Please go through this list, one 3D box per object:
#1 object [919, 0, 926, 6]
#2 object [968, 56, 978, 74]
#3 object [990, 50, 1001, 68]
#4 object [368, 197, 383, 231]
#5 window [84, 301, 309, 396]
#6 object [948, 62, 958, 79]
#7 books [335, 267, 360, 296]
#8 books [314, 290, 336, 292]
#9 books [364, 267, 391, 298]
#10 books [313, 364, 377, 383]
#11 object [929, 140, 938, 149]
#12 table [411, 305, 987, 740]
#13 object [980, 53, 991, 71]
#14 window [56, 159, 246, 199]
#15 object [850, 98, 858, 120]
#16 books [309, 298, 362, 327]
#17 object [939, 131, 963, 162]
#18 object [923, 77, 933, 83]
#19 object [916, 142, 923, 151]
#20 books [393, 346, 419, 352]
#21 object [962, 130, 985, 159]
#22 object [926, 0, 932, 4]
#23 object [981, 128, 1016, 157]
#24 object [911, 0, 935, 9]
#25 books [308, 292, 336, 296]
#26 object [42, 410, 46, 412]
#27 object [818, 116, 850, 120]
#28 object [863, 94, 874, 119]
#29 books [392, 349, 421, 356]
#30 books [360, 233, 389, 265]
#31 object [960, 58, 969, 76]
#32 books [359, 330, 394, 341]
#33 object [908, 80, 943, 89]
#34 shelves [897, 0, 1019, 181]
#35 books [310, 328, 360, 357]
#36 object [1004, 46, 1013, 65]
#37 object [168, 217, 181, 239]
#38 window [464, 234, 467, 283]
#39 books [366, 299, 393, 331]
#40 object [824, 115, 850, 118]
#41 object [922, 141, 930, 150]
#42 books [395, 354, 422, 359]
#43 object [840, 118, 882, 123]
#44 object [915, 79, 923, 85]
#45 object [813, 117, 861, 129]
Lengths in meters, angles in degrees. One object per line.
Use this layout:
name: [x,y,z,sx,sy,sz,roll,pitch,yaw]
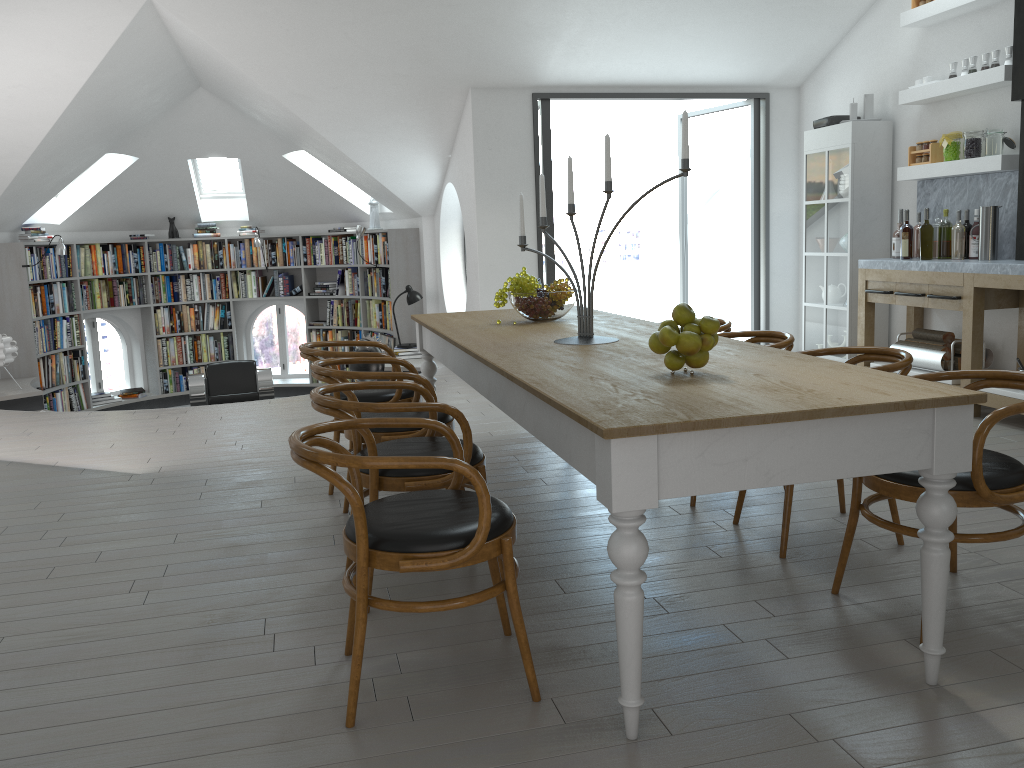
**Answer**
object: [2.890,-2.673,6.222,0.058,0.075,0.059,-1,9,10]
object: [3.005,-2.074,5.780,0.064,0.124,0.068,-5,9,-20]
object: [3.055,-2.046,5.600,0.064,0.124,0.068,-5,9,-20]
object: [-1.616,-2.038,10.395,0.179,0.471,0.180,-3,8,-4]
window: [-4.031,-0.466,11.200,3.235,1.146,0.619,-7,10,-27]
object: [2.973,-2.105,5.973,0.064,0.124,0.068,-5,9,-20]
books: [-1.912,-1.266,10.885,0.553,0.349,0.256,4,10,33]
books: [-2.298,-1.176,11.157,0.286,0.031,0.270,1,10,21]
books: [-1.436,-1.188,10.304,0.280,0.357,1.055,-7,10,-27]
books: [-1.906,-0.141,10.974,1.498,0.310,0.361,5,11,38]
object: [2.960,-1.679,6.227,0.058,0.075,0.059,-1,9,10]
table: [0.314,0.202,3.768,1.019,0.795,3.362,-4,10,-13]
object: [3.041,-2.061,5.692,0.064,0.124,0.068,-5,9,-20]
window: [-3.413,-2.540,10.201,4.057,0.710,1.940,-5,10,-13]
object: [2.634,-2.109,6.836,0.054,0.195,0.054,-1,8,11]
books: [-2.082,-0.895,11.008,0.974,0.351,0.252,3,10,29]
object: [2.991,-1.613,6.039,0.128,0.198,0.164,-5,9,-19]
object: [2.917,-2.120,6.220,0.054,0.071,0.054,-4,9,-14]
object: [2.928,-1.699,6.356,0.058,0.075,0.059,-1,9,10]
books: [-1.119,-0.378,9.439,0.269,0.031,0.287,-3,9,-3]
object: [3.041,-1.576,5.848,0.120,0.182,0.120,-2,8,1]
object: [2.906,-2.663,6.158,0.058,0.075,0.059,-1,9,10]
object: [3.095,-1.540,5.642,0.207,0.177,0.104,-1,8,9]
object: [2.904,-2.686,6.152,0.120,0.145,0.238,-4,9,-13]
books: [-2.297,-1.144,11.161,0.388,0.042,0.367,2,11,26]
object: [-4.158,0.282,7.696,0.473,0.082,0.218,5,12,39]
object: [2.612,-2.081,7.134,0.238,0.119,0.239,-4,9,-13]
object: [2.738,-2.117,6.814,0.072,0.210,0.071,-1,8,10]
books: [-1.118,-0.346,9.443,0.286,0.034,0.305,-6,10,-23]
books: [-1.455,-1.569,10.262,0.293,0.361,1.016,-7,11,-31]
object: [2.999,-2.088,5.865,0.064,0.124,0.068,-5,9,-20]
books: [-1.445,-0.440,10.458,0.304,0.357,1.187,-8,11,-32]
object: [2.918,-2.093,6.224,0.113,0.024,0.296,-4,10,-13]
shelves: [3.846,-1.579,3.847,0.480,1.356,5.569,-5,10,-19]
books: [-2.137,-0.523,11.110,0.872,0.349,0.273,3,10,28]
object: [3.082,-2.029,5.493,0.064,0.124,0.068,-5,9,-20]
object: [-4.140,-1.910,10.856,0.147,0.264,0.202,-5,9,-17]
window: [-0.281,-1.254,8.720,0.104,1.464,1.476,-4,9,-13]
books: [-1.412,-0.809,10.354,0.276,0.346,1.023,-7,10,-28]
object: [2.612,-2.090,7.133,0.170,0.119,0.171,-4,9,-13]
object: [2.944,-1.689,6.292,0.058,0.075,0.059,-1,9,10]
books: [-1.116,-0.310,9.448,0.366,0.042,0.389,-5,10,-13]
object: [2.691,-2.021,6.838,0.295,0.024,0.151,0,10,10]
object: [2.901,-2.126,6.293,0.057,0.061,0.058,-4,9,-14]
object: [2.613,-2.071,7.135,0.299,0.119,0.300,-4,10,-13]
